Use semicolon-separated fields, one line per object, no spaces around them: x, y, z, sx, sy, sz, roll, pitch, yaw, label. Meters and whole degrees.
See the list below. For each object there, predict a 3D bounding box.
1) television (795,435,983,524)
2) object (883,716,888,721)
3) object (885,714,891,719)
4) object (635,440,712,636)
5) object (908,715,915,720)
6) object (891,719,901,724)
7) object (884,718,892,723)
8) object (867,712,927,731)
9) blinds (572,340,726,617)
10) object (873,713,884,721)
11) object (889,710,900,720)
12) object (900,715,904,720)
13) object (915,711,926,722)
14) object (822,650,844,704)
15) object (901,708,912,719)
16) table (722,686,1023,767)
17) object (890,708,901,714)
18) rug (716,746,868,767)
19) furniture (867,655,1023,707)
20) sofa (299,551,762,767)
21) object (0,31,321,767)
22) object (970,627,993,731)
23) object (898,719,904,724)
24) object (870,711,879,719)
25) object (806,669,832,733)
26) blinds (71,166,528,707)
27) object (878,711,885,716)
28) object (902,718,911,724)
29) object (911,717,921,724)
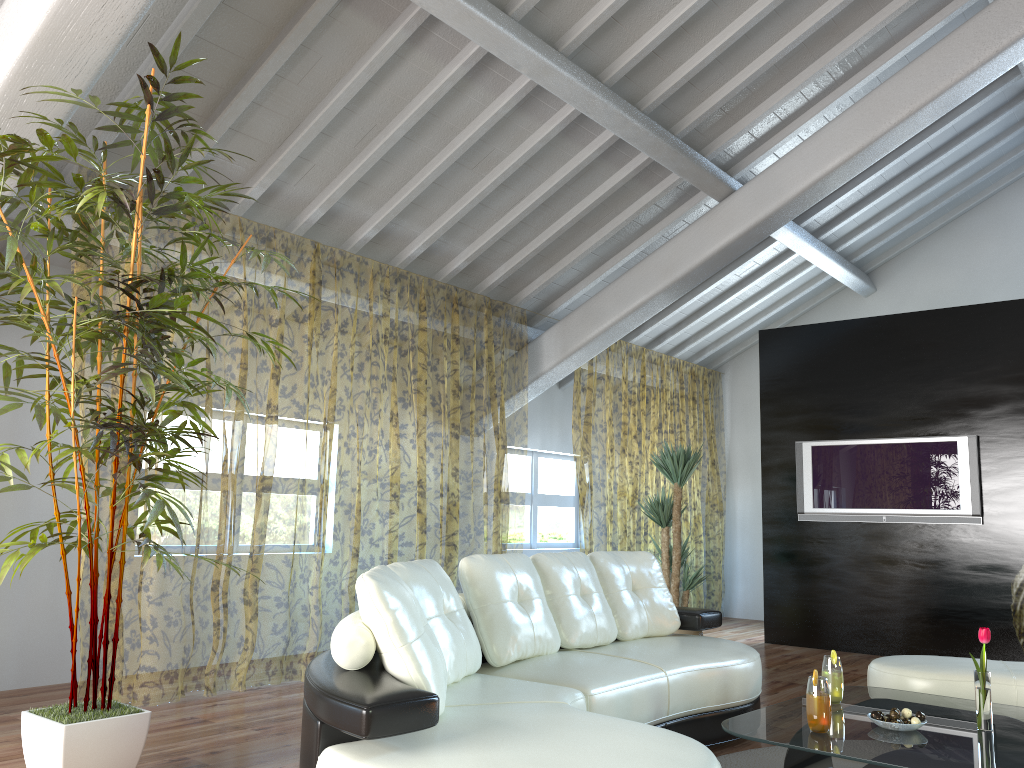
2.839;0.737;6.788;1.336;0.639;0.044;-6;-11;38;television
1.211;1.094;2.877;0.032;0.029;0.032;1;-9;1;object
1.234;1.097;2.901;0.031;0.031;0.030;5;-10;-23;object
1.171;1.199;6.517;0.564;1.586;0.588;4;-9;-17;object
1.297;1.088;2.868;0.032;0.031;0.031;9;-11;-40;object
1.219;1.079;2.815;0.032;0.031;0.031;-1;-9;16;object
1.208;1.088;2.845;0.031;0.030;0.032;1;-9;2;object
1.243;1.094;2.863;0.178;0.031;0.178;-4;-10;31;object
1.344;0.959;8.270;0.306;2.546;2.780;-6;-11;39;blinds
1.182;1.077;2.857;0.032;0.031;0.031;5;-9;-22;object
1.224;1.060;2.838;0.030;0.034;0.030;-2;-9;20;object
1.273;1.095;2.884;0.031;0.032;0.030;-5;-11;36;object
1.313;1.069;2.851;0.030;0.033;0.030;-2;-9;18;object
1.174;1.071;3.252;0.075;0.192;0.081;-7;-12;44;object
1.277;1.066;2.869;0.032;0.032;0.029;1;-9;3;object
1.436;1.255;2.826;1.201;0.290;1.201;-6;-12;41;table
1.251;1.073;2.894;0.030;0.031;0.031;-6;-12;41;object
1.624;1.404;2.750;2.307;0.020;2.313;0;-9;9;rug
2.158;1.411;3.854;1.134;0.367;0.596;-2;-9;22;furniture
0.185;1.061;3.328;1.359;0.805;3.047;-1;-9;18;sofa
-1.354;0.130;3.076;1.399;2.473;1.177;6;-10;-26;object
1.526;0.957;2.889;0.069;0.323;0.060;-1;-9;15;object
1.240;1.088;2.838;0.032;0.030;0.031;-5;-11;37;object
1.183;1.081;2.887;0.030;0.031;0.032;9;-12;-42;object
0.963;0.995;2.791;0.081;0.192;0.075;4;-9;-16;object
-1.009;0.455;5.369;0.306;2.546;3.505;-6;-11;39;blinds
1.205;1.088;2.908;0.031;0.030;0.032;4;-9;-17;object
1.268;1.091;2.852;0.032;0.030;0.032;2;-9;-2;object
1.291;1.081;2.834;0.030;0.032;0.032;-6;-12;41;object
